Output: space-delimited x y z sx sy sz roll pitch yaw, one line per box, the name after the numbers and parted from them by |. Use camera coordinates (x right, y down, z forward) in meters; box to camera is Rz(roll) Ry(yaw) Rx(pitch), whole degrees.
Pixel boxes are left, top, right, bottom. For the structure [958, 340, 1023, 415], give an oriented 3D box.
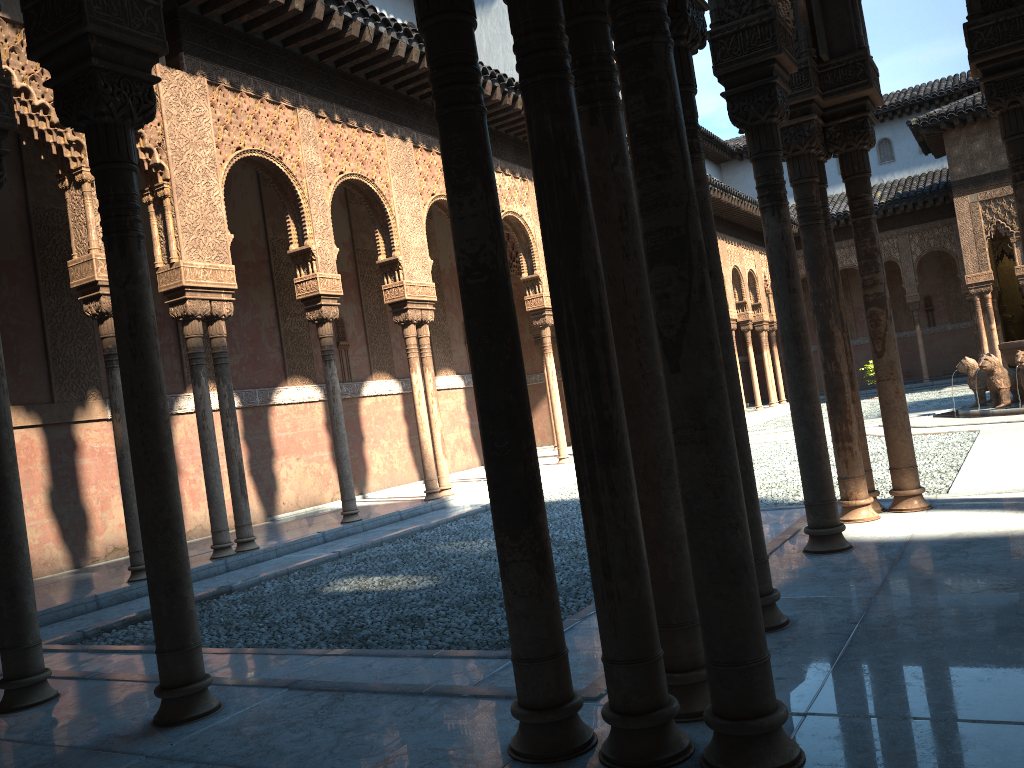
10.383 -0.619 15.857 4.508 1.991 4.508 -9 -2 30 | structure
